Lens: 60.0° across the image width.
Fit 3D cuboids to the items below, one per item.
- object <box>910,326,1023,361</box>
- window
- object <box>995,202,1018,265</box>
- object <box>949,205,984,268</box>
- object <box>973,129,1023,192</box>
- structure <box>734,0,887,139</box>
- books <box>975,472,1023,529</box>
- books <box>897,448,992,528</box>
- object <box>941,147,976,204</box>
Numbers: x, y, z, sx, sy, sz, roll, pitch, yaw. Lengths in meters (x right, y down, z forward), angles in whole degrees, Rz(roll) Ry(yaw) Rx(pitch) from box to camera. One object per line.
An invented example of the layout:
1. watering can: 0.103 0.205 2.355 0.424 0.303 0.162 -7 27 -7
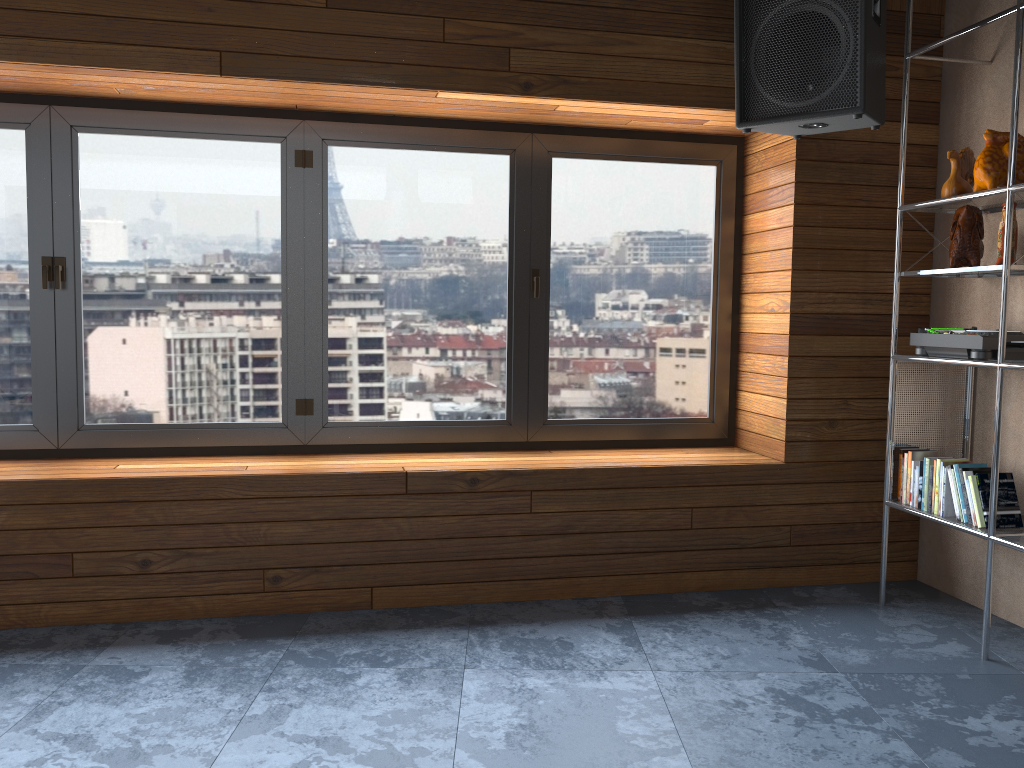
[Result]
1. object: 1.697 -0.150 3.212 0.320 0.114 0.404 0 4 -12
2. window: -1.802 -0.411 3.493 5.936 1.521 0.101 0 4 -12
3. object: 1.723 -0.514 3.074 0.060 0.223 0.267 4 5 34
4. object: 1.677 -0.533 3.270 0.116 0.229 0.233 3 5 28
5. object: 1.721 -0.754 3.026 0.278 0.222 0.138 1 4 -1
6. structure: 1.098 -1.268 3.175 0.461 0.735 0.488 4 5 38
7. books: 1.687 0.404 3.071 0.138 0.185 0.081 0 4 -12
8. books: 1.629 0.376 3.270 0.139 0.208 0.461 0 4 -12
9. object: 1.666 -0.774 3.270 0.233 0.209 0.107 -1 5 -25
